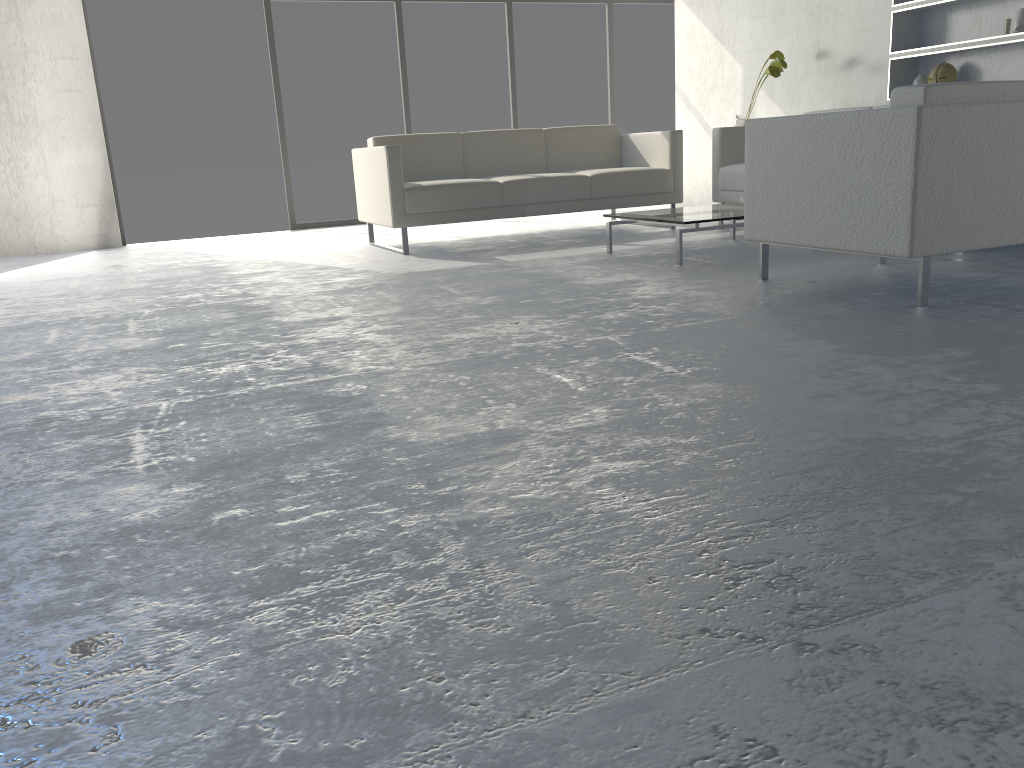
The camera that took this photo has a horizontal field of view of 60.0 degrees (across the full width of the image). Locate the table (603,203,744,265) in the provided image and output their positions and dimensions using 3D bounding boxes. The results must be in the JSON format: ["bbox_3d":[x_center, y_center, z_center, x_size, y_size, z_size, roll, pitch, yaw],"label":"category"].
[{"bbox_3d":[0.962,-0.748,4.341,0.773,0.190,0.730,-9,16,-22],"label":"table"}]

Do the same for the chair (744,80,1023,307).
[{"bbox_3d":[1.359,-0.685,3.097,0.748,0.662,0.821,-9,16,-22],"label":"chair"}]

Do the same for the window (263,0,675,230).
[{"bbox_3d":[0.023,-2.734,7.558,4.080,2.477,0.037,-9,16,-22],"label":"window"}]

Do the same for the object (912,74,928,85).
[{"bbox_3d":[2.329,-1.698,5.055,0.086,0.128,0.086,-6,15,-11],"label":"object"}]

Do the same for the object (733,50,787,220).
[{"bbox_3d":[1.559,-1.575,5.653,0.387,1.051,0.400,-2,15,5],"label":"object"}]

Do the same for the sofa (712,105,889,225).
[{"bbox_3d":[1.949,-1.149,4.724,0.821,0.658,1.881,-9,16,-22],"label":"sofa"}]

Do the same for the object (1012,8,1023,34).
[{"bbox_3d":[2.552,-1.809,4.438,0.079,0.130,0.079,-10,16,-23],"label":"object"}]

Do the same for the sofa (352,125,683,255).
[{"bbox_3d":[0.048,-1.248,5.504,1.881,0.658,0.821,-9,16,-22],"label":"sofa"}]

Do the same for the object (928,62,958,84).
[{"bbox_3d":[2.363,-1.688,4.906,0.088,0.179,0.163,-12,17,-31],"label":"object"}]

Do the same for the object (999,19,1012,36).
[{"bbox_3d":[2.525,-1.810,4.520,0.074,0.094,0.074,6,17,31],"label":"object"}]

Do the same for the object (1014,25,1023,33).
[{"bbox_3d":[2.520,-1.751,4.386,0.064,0.050,0.064,-8,15,-16],"label":"object"}]
